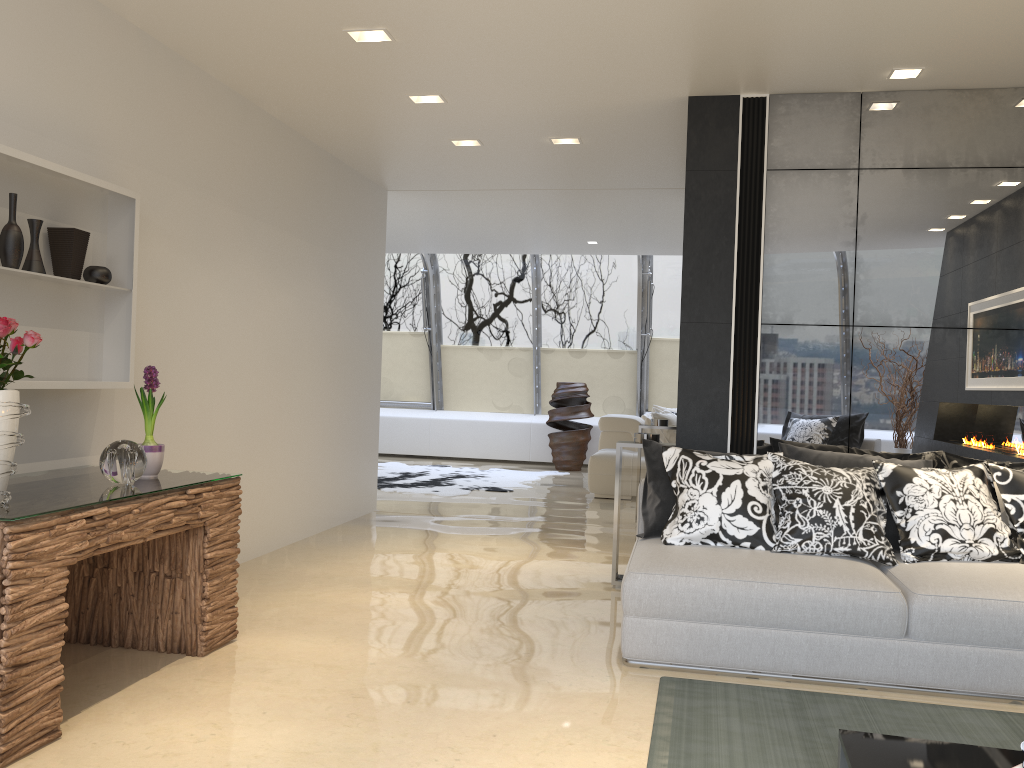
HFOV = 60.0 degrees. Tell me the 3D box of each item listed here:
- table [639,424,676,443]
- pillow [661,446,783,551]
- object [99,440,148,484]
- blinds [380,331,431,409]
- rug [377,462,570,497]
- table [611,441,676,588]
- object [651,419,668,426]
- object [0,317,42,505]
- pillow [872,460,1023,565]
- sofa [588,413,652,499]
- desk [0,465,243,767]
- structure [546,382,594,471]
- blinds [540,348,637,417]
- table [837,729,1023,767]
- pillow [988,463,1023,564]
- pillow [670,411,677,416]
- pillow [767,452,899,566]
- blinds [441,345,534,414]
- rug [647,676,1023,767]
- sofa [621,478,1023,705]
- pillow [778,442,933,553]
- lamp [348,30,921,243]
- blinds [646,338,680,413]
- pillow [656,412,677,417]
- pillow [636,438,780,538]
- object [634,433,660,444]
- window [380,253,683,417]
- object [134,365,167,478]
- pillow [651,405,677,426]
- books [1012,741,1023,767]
[{"bbox_3d":[1.285,0.804,7.826,0.350,0.872,0.202,2,0,11],"label":"table"},{"bbox_3d":[1.040,0.573,4.398,0.607,0.483,0.368,2,0,10],"label":"pillow"},{"bbox_3d":[-1.535,0.309,3.505,0.175,0.179,0.174,2,0,44],"label":"object"},{"bbox_3d":[-1.882,-0.206,13.782,1.376,1.214,0.387,2,0,11],"label":"blinds"},{"bbox_3d":[-0.819,1.151,10.804,2.705,0.008,3.220,2,0,11],"label":"rug"},{"bbox_3d":[0.801,0.794,5.375,0.350,0.872,0.202,2,0,11],"label":"table"},{"bbox_3d":[1.302,0.340,7.825,0.151,0.059,0.153,2,0,-39],"label":"object"},{"bbox_3d":[-1.758,0.066,2.901,0.350,0.654,0.327,2,0,31],"label":"object"},{"bbox_3d":[2.099,0.616,4.257,0.598,0.470,0.390,2,0,-5],"label":"pillow"},{"bbox_3d":[3.152,0.865,10.600,4.169,0.866,3.257,2,0,11],"label":"sofa"},{"bbox_3d":[-1.739,0.770,3.396,0.793,0.762,1.436,2,0,11],"label":"desk"},{"bbox_3d":[0.812,0.604,12.468,0.674,1.258,0.672,2,0,-12],"label":"structure"},{"bbox_3d":[1.136,-0.003,13.214,1.430,1.027,0.329,2,0,11],"label":"blinds"},{"bbox_3d":[1.883,1.175,2.174,1.982,0.187,0.594,2,0,14],"label":"table"},{"bbox_3d":[2.639,0.641,4.234,0.610,0.479,0.383,2,0,-2],"label":"pillow"},{"bbox_3d":[2.312,0.595,11.385,0.599,0.483,0.405,2,0,-20],"label":"pillow"},{"bbox_3d":[1.540,0.604,4.276,0.623,0.505,0.393,2,0,5],"label":"pillow"},{"bbox_3d":[-0.373,-0.057,13.512,1.430,1.027,0.329,2,0,11],"label":"blinds"},{"bbox_3d":[1.812,1.266,2.319,2.923,0.012,2.194,2,0,12],"label":"rug"},{"bbox_3d":[1.880,0.874,4.206,2.625,0.798,1.334,2,0,11],"label":"sofa"},{"bbox_3d":[1.768,0.581,4.529,0.796,0.511,0.474,2,0,12],"label":"pillow"},{"bbox_3d":[-0.348,-1.720,5.899,9.928,0.004,9.775,2,0,12],"label":"lamp"},{"bbox_3d":[2.633,-0.042,12.889,1.376,1.214,0.387,2,0,11],"label":"blinds"},{"bbox_3d":[1.999,0.574,10.804,0.394,0.471,0.604,2,0,27],"label":"pillow"},{"bbox_3d":[1.064,0.571,4.659,0.808,0.525,0.434,2,0,8],"label":"pillow"},{"bbox_3d":[0.817,0.330,5.374,0.153,0.059,0.151,2,0,-29],"label":"object"},{"bbox_3d":[-2.245,-0.322,6.507,16.171,3.674,16.693,2,0,17],"label":"window"},{"bbox_3d":[-1.546,0.158,3.779,0.129,0.476,0.129,2,0,-29],"label":"object"},{"bbox_3d":[2.946,0.576,11.266,3.322,0.530,1.656,2,0,-19],"label":"pillow"},{"bbox_3d":[1.434,1.003,2.296,0.307,0.126,0.223,2,0,-41],"label":"books"}]
